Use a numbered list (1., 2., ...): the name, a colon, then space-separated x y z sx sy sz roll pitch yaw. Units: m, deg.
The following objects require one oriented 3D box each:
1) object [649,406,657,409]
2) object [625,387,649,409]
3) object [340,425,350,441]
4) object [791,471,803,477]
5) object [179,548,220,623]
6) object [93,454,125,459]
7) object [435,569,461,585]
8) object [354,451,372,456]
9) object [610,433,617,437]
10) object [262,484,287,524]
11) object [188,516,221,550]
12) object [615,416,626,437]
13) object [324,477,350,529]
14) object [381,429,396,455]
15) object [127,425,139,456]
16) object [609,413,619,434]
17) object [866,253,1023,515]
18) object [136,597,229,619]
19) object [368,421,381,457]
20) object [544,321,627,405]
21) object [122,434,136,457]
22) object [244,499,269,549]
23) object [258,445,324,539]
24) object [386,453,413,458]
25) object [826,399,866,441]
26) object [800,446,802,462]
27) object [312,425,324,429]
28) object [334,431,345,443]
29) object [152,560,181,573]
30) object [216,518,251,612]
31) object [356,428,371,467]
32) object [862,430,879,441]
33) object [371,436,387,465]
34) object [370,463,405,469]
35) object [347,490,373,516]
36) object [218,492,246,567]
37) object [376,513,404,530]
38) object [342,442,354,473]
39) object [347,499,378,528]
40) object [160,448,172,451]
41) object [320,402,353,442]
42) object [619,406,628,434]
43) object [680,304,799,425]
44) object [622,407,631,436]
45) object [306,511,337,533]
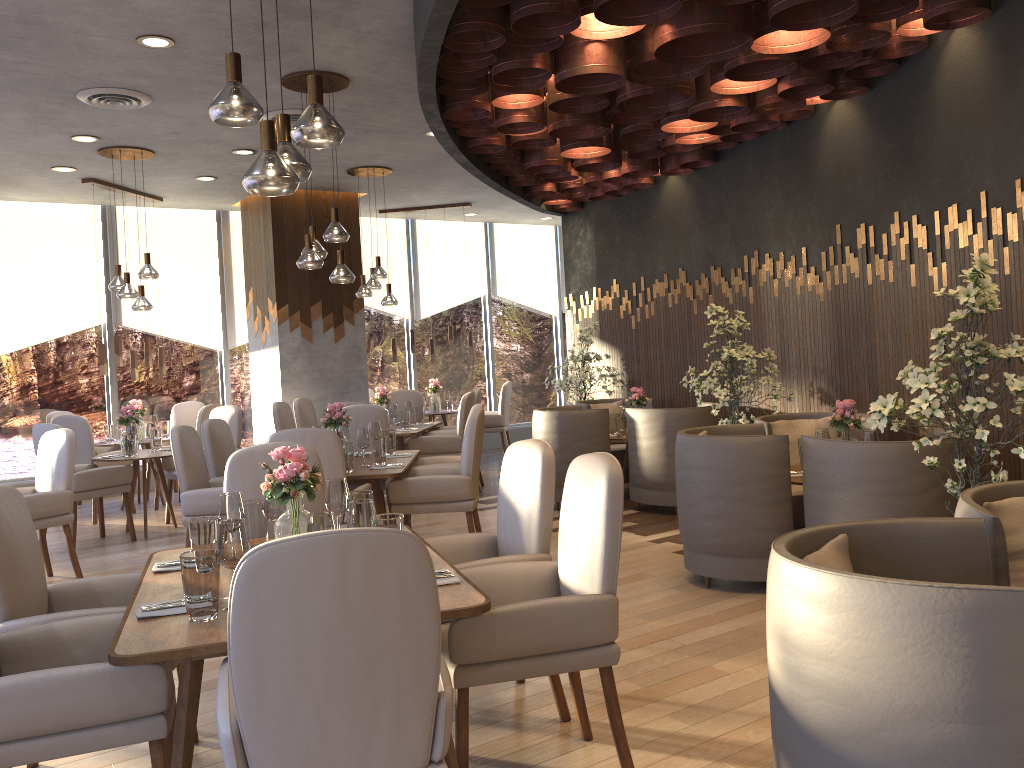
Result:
1. object: 1.235 0.317 7.730 0.092 0.244 0.092 -3 0 6
2. object: 1.121 0.233 7.853 0.210 0.416 0.198 -3 1 33
3. object: -1.179 0.396 6.210 0.092 0.244 0.092 -3 0 22
4. object: 1.599 0.503 5.005 0.255 0.019 0.157 -3 2 5
5. object: -0.834 0.542 2.381 0.102 0.178 0.102 -3 1 -12
6. object: -3.276 0.591 7.256 0.157 0.019 0.255 -2 2 30
7. object: -0.289 0.583 2.652 0.255 0.019 0.157 -4 2 -17
8. object: -1.089 0.499 6.354 0.157 0.019 0.255 -3 2 -4
9. object: 0.862 0.447 7.796 0.255 0.019 0.157 -4 2 -13
10. object: -0.848 0.483 3.182 0.092 0.244 0.092 -3 0 -18
11. object: -1.011 0.533 2.926 0.102 0.178 0.102 -3 1 -12
12. object: 0.941 0.368 7.652 0.102 0.178 0.102 -3 1 13
13. object: -0.637 0.469 3.244 0.092 0.244 0.092 -3 0 -14
14. object: -0.870 0.410 6.274 0.102 0.178 0.102 -3 1 -34
15. object: -3.133 0.468 7.329 0.092 0.244 0.092 -3 0 -41
16. object: 0.927 0.356 8.016 0.102 0.178 0.102 -3 1 -9
17. object: 1.812 0.307 3.473 0.746 1.616 0.789 -3 1 32
18. object: -0.927 0.622 2.516 0.255 0.019 0.157 -4 2 -18
19. object: -0.960 0.384 6.208 0.092 0.244 0.092 -3 0 42
20. object: 0.725 0.175 9.036 0.747 1.616 0.788 -3 1 -28
21. object: -3.118 0.503 7.220 0.102 0.178 0.102 -3 1 36
22. object: -0.938 0.518 3.241 0.102 0.178 0.102 -3 1 -15
23. object: -0.706 0.404 2.862 0.210 0.416 0.198 -3 0 -22
24. object: -0.816 0.493 6.115 0.255 0.019 0.157 -3 2 0
25. object: 1.873 0.291 4.966 0.198 0.416 0.210 -3 1 -22
26. object: 1.631 0.427 4.842 0.102 0.178 0.102 -3 1 41
27. object: -1.326 0.409 6.081 0.092 0.244 0.092 -3 0 18
28. object: -1.074 0.416 5.485 0.092 0.244 0.092 -3 0 -19
29. object: -1.104 0.613 3.061 0.255 0.019 0.157 -4 2 -18
30. object: -0.774 0.503 2.471 0.092 0.244 0.092 -3 0 -44
31. object: -0.943 0.403 5.635 0.092 0.244 0.092 -3 0 -42
32. object: 1.955 0.377 4.828 0.092 0.244 0.092 -3 0 29
33. object: -0.854 0.429 5.700 0.102 0.178 0.102 -3 1 16
34. object: -0.799 0.511 5.542 0.255 0.019 0.157 -3 2 0
35. object: -0.571 0.495 3.333 0.102 0.178 0.102 -3 1 29
36. object: -0.951 0.494 3.016 0.092 0.244 0.092 -3 0 1
37. object: -0.388 0.504 2.789 0.102 0.178 0.102 -3 1 -1
38. object: -1.009 0.448 5.396 0.102 0.178 0.102 -3 1 7
39. object: -0.454 0.478 2.700 0.092 0.244 0.092 -3 0 25
40. object: -2.920 0.558 7.650 0.157 0.019 0.255 -2 2 31
41. object: -1.161 0.326 5.852 0.210 0.416 0.198 -3 0 13
42. object: 1.011 0.321 7.949 0.092 0.244 0.092 -3 0 33
43. object: 1.629 0.218 6.355 0.788 1.616 0.746 -3 0 -8
44. object: 1.010 0.329 7.735 0.092 0.244 0.092 -3 0 29
45. object: -0.536 0.488 2.518 0.092 0.244 0.092 -3 0 -13
